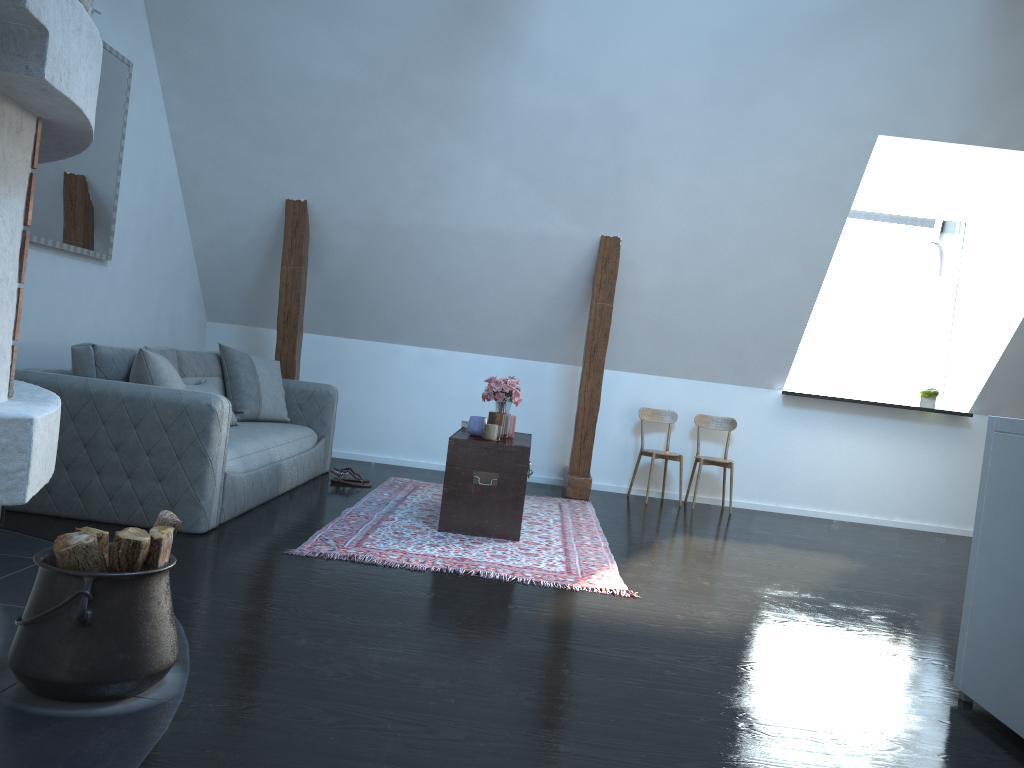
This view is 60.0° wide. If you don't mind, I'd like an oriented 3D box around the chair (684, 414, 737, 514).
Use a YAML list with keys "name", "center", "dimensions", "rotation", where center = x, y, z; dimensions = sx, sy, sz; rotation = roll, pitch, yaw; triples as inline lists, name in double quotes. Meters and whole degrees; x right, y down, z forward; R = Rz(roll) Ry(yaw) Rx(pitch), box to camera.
- name: "chair"
  center: [1.520, 0.593, 6.695]
  dimensions: [0.329, 0.696, 0.342]
  rotation: [7, 1, 3]

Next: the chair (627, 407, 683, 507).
- name: "chair"
  center: [1.120, 0.544, 6.725]
  dimensions: [0.329, 0.696, 0.342]
  rotation: [7, 1, -16]

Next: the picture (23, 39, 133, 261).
- name: "picture"
  center: [-2.355, -1.317, 4.818]
  dimensions: [0.025, 1.185, 0.965]
  rotation: [7, 1, 1]

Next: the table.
- name: "table"
  center: [-0.121, 0.534, 5.017]
  dimensions: [0.471, 0.492, 0.962]
  rotation: [7, 1, 1]

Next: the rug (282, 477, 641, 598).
- name: "rug"
  center: [-0.172, 0.770, 4.994]
  dimensions: [1.512, 0.029, 2.647]
  rotation: [7, 1, 2]

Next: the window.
- name: "window"
  center: [4.763, -1.701, 4.115]
  dimensions: [8.018, 4.249, 5.959]
  rotation: [7, 1, 1]

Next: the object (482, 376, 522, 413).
- name: "object"
  center: [-0.069, 0.116, 5.248]
  dimensions: [0.235, 0.351, 0.234]
  rotation: [6, 2, -39]

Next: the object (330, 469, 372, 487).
- name: "object"
  center: [-1.044, 0.609, 5.755]
  dimensions: [0.277, 0.090, 0.101]
  rotation: [7, 1, -10]

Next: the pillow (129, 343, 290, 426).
- name: "pillow"
  center: [-1.690, 0.029, 5.071]
  dimensions: [0.444, 0.515, 2.075]
  rotation: [7, 1, 1]

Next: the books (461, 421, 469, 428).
- name: "books"
  center: [-0.168, 0.259, 5.382]
  dimensions: [0.243, 0.034, 0.179]
  rotation: [6, 1, -20]

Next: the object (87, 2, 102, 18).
- name: "object"
  center: [-1.096, -0.945, 2.240]
  dimensions: [0.064, 0.114, 0.161]
  rotation: [7, 1, 4]

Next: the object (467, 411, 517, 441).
- name: "object"
  center: [-0.124, 0.225, 4.897]
  dimensions: [0.215, 0.138, 0.413]
  rotation: [7, 1, 13]

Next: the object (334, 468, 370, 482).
- name: "object"
  center: [-1.073, 0.602, 5.913]
  dimensions: [0.277, 0.090, 0.101]
  rotation: [6, 2, -42]

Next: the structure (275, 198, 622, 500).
- name: "structure"
  center: [4.425, 0.324, 6.577]
  dimensions: [12.350, 1.963, 1.023]
  rotation: [7, 1, 1]

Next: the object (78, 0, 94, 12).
- name: "object"
  center: [-1.031, -0.979, 2.064]
  dimensions: [0.158, 0.274, 0.158]
  rotation: [8, 2, 41]

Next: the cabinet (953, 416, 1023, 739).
- name: "cabinet"
  center: [1.770, 0.603, 2.438]
  dimensions: [0.638, 0.921, 0.869]
  rotation: [7, 1, 1]

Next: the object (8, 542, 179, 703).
- name: "object"
  center: [-1.024, 0.584, 2.205]
  dimensions: [0.384, 0.313, 0.384]
  rotation: [8, 1, 28]

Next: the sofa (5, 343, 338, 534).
- name: "sofa"
  center: [-1.808, 0.193, 5.057]
  dimensions: [1.107, 0.770, 2.458]
  rotation: [7, 1, 1]

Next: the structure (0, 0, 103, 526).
- name: "structure"
  center: [-2.304, -1.765, 1.722]
  dimensions: [3.049, 4.752, 3.058]
  rotation: [7, 1, 10]

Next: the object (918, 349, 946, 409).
- name: "object"
  center: [3.252, -0.040, 6.858]
  dimensions: [0.131, 0.461, 0.309]
  rotation: [7, 1, 20]

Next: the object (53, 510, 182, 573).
- name: "object"
  center: [-0.996, 0.504, 2.190]
  dimensions: [0.270, 0.370, 0.240]
  rotation: [7, 1, 1]
